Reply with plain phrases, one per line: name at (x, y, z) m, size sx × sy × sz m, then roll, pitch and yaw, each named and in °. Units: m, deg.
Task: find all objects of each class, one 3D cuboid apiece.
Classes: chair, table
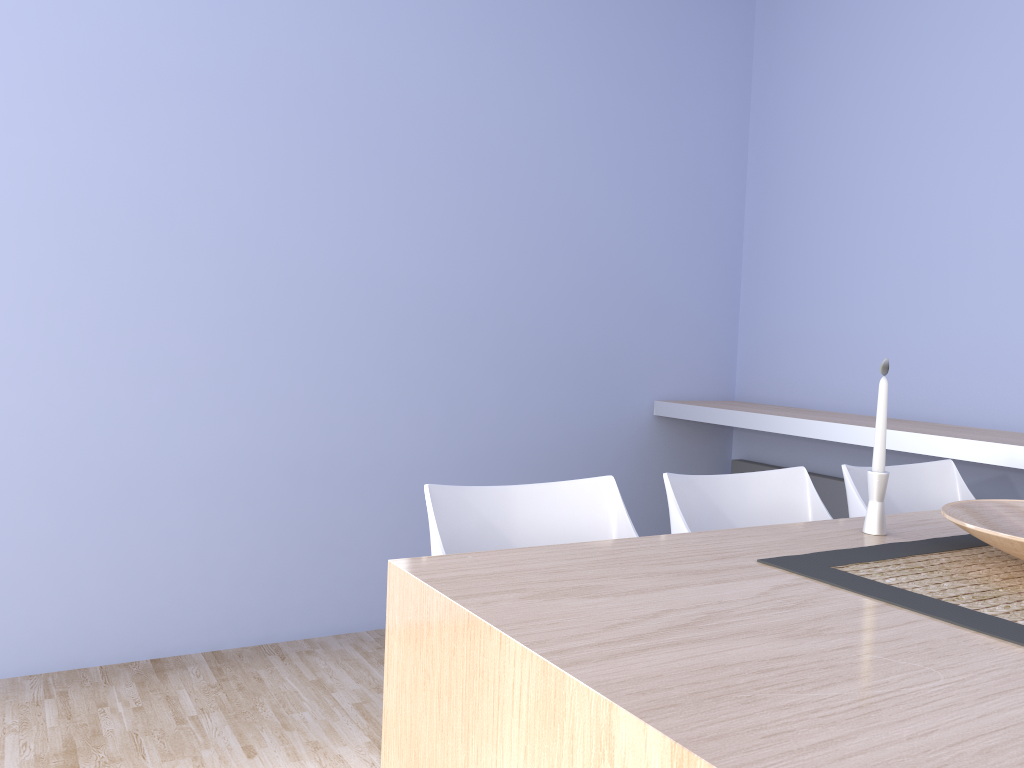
chair at (1.090, 0.611, 2.221) m, size 0.510 × 0.793 × 0.486 m, roll 1°, pitch 3°, yaw -29°
chair at (0.091, 0.597, 1.656) m, size 0.510 × 0.793 × 0.486 m, roll 1°, pitch 3°, yaw -29°
table at (1.055, 0.679, 1.548) m, size 2.340 × 0.718 × 1.002 m, roll 1°, pitch 3°, yaw -29°
chair at (0.591, 0.604, 1.938) m, size 0.510 × 0.793 × 0.486 m, roll 1°, pitch 3°, yaw -29°

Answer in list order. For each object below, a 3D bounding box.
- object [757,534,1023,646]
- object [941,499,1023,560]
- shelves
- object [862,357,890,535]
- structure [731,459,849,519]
object at (0.982, 0.318, 1.470) m, size 0.986 × 0.005 × 0.594 m, roll 1°, pitch 3°, yaw -30°
object at (0.983, 0.276, 1.472) m, size 0.493 × 0.081 × 0.493 m, roll 2°, pitch 3°, yaw -11°
shelves at (1.743, 0.613, 2.244) m, size 0.463 × 0.840 × 3.901 m, roll 1°, pitch 3°, yaw -29°
object at (0.725, 0.121, 1.748) m, size 0.045 × 0.349 × 0.045 m, roll 3°, pitch 3°, yaw 12°
structure at (1.929, 0.704, 2.279) m, size 0.064 × 0.503 × 3.843 m, roll 1°, pitch 3°, yaw -29°
